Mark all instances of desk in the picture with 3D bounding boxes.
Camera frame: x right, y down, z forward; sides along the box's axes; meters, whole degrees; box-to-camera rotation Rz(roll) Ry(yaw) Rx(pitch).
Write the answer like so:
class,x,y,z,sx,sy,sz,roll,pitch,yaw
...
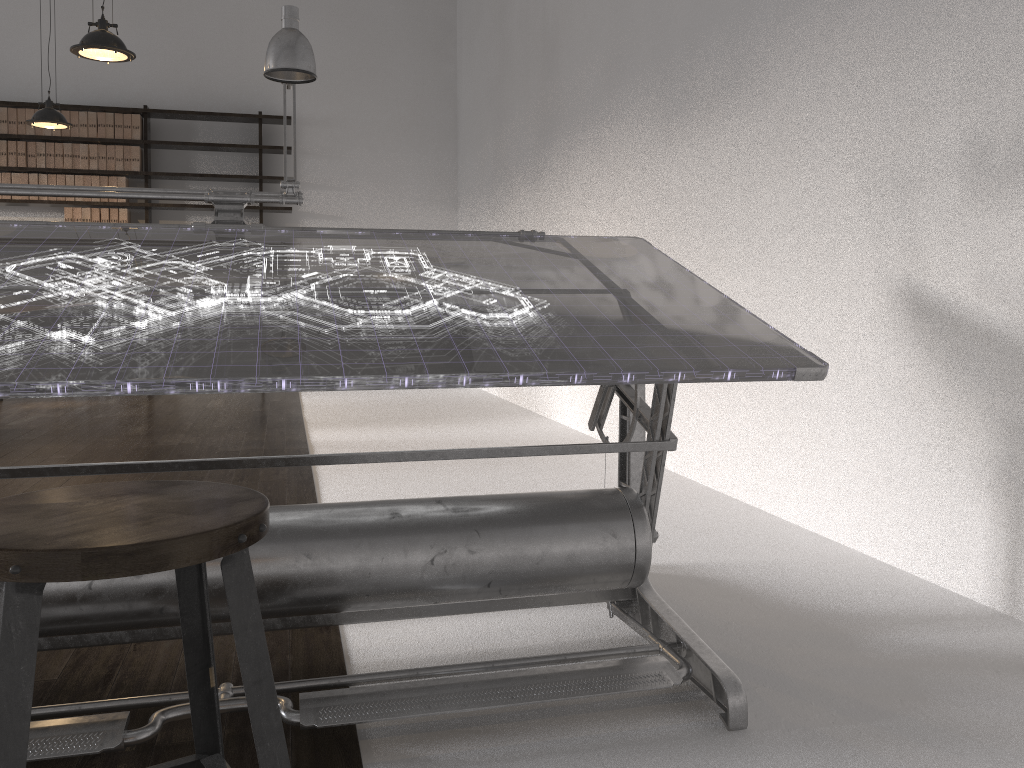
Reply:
class,x,y,z,sx,sy,sz,roll,pitch,yaw
desk,-0.573,-0.121,1.803,2.069,1.384,1.079,-1,3,-14

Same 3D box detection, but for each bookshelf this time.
class,x,y,z,sx,sy,sz,roll,pitch,yaw
bookshelf,-6.490,-0.794,7.122,9.177,3.201,0.374,-1,2,-14

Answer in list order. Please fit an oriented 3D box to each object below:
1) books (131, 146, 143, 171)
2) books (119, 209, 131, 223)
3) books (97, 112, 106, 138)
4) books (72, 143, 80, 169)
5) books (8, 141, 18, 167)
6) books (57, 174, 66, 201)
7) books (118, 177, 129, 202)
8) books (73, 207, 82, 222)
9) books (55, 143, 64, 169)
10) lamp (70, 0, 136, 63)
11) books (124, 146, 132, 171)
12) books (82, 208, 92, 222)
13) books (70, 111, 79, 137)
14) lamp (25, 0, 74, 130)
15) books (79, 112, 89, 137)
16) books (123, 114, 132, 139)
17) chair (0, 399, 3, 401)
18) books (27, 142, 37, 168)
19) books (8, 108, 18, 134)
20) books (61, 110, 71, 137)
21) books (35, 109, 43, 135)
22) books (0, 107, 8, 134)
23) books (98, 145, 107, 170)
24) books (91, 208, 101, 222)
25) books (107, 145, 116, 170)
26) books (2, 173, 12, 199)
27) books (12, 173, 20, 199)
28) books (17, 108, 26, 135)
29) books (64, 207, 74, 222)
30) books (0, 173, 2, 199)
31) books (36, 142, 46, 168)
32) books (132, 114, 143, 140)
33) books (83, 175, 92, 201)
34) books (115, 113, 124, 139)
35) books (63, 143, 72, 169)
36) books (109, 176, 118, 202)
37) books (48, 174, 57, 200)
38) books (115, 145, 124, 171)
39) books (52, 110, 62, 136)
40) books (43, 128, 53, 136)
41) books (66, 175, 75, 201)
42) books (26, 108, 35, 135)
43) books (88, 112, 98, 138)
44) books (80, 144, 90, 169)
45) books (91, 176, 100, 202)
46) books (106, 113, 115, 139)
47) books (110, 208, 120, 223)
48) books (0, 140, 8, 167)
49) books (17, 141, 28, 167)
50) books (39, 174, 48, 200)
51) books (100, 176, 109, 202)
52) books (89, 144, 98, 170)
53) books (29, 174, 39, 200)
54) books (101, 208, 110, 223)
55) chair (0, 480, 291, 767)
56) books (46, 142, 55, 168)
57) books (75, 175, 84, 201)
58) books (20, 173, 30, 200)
class,x,y,z,sx,sy,sz,roll,pitch,yaw
books,-3.306,-1.970,7.812,0.067,0.225,0.175,-1,3,-14
books,-3.409,-1.424,7.807,0.067,0.225,0.175,-1,3,-14
books,-3.566,-2.241,7.731,0.067,0.225,0.175,-1,3,-14
books,-3.766,-1.961,7.695,0.067,0.225,0.175,-1,3,-14
books,-4.247,-1.950,7.573,0.067,0.225,0.175,-1,3,-14
books,-3.886,-1.690,7.675,0.067,0.225,0.175,-1,3,-14
books,-3.419,-1.700,7.792,0.067,0.225,0.175,-1,3,-14
books,-3.765,-1.416,7.717,0.067,0.225,0.175,-1,3,-14
books,-3.896,-1.958,7.663,0.067,0.225,0.175,-1,3,-14
lamp,-2.108,-2.821,4.530,0.311,2.248,0.313,-1,3,-35
books,-3.367,-1.969,7.798,0.067,0.225,0.175,-1,3,-14
books,-3.695,-1.417,7.731,0.067,0.225,0.175,-1,3,-14
books,-3.776,-2.237,7.685,0.067,0.225,0.175,-1,3,-14
lamp,-3.330,-2.984,6.339,0.311,2.248,0.313,0,2,10
books,-3.707,-2.238,7.698,0.067,0.225,0.175,-1,3,-14
books,-3.367,-2.246,7.790,0.067,0.225,0.175,-1,3,-14
chair,-4.090,-0.125,6.678,0.372,0.527,0.359,3,4,44
books,-4.103,-1.953,7.610,0.067,0.225,0.175,-1,3,-14
books,-4.241,-2.227,7.564,0.067,0.225,0.175,-1,3,-14
books,-3.843,-2.235,7.665,0.067,0.225,0.175,-1,3,-14
books,-4.042,-2.231,7.614,0.067,0.225,0.175,-1,3,-14
books,-4.308,-2.225,7.542,0.067,0.225,0.175,-1,3,-14
books,-3.567,-1.965,7.747,0.067,0.225,0.175,-1,3,-14
books,-3.628,-1.419,7.753,0.067,0.225,0.175,-1,3,-14
books,-3.500,-1.967,7.766,0.067,0.225,0.175,-1,3,-14
books,-4.295,-1.681,7.569,0.067,0.225,0.175,-1,3,-14
books,-4.222,-1.683,7.587,0.067,0.225,0.175,-1,3,-14
books,-4.172,-2.228,7.581,0.067,0.225,0.175,-1,3,-14
books,-3.834,-1.415,7.699,0.067,0.225,0.175,-1,3,-14
books,-4.363,-1.680,7.554,0.067,0.225,0.175,-1,3,-14
books,-4.032,-1.955,7.624,0.067,0.225,0.175,-1,3,-14
books,-3.298,-2.247,7.804,0.067,0.225,0.175,-1,3,-14
books,-3.687,-1.694,7.726,0.067,0.225,0.175,-1,3,-14
books,-3.434,-2.244,7.771,0.067,0.225,0.175,-1,3,-14
books,-3.830,-1.959,7.674,0.067,0.225,0.175,-1,3,-14
books,-3.488,-1.699,7.778,0.067,0.225,0.175,-1,3,-14
books,-3.954,-1.689,7.659,0.067,0.225,0.175,-1,3,-14
books,-3.431,-1.967,7.777,0.067,0.225,0.175,-1,3,-14
books,-3.910,-2.234,7.644,0.067,0.225,0.175,-1,3,-14
books,-3.981,-2.232,7.628,0.067,0.225,0.175,-1,3,-14
books,-3.817,-1.691,7.689,0.067,0.225,0.175,-1,3,-14
books,-4.105,-2.229,7.593,0.067,0.225,0.175,-1,3,-14
books,-3.636,-2.239,7.713,0.067,0.225,0.175,-1,3,-14
books,-3.705,-1.962,7.709,0.067,0.225,0.175,-1,3,-14
books,-3.621,-1.695,7.738,0.067,0.225,0.175,-1,3,-14
books,-3.506,-2.243,7.751,0.067,0.225,0.175,-1,3,-14
books,-3.483,-1.422,7.790,0.067,0.225,0.175,-1,3,-14
books,-4.320,-1.949,7.552,0.067,0.225,0.175,-1,3,-14
books,-4.174,-1.951,7.586,0.067,0.225,0.175,-1,3,-14
books,-4.020,-1.687,7.638,0.067,0.225,0.175,-1,3,-14
books,-3.557,-1.697,7.760,0.067,0.225,0.175,-1,3,-14
books,-3.634,-1.963,7.725,0.067,0.225,0.175,-1,3,-14
books,-4.090,-1.685,7.617,0.067,0.225,0.175,-1,3,-14
books,-3.554,-1.420,7.766,0.067,0.225,0.175,-1,3,-14
chair,-0.416,0.393,0.933,0.358,0.527,0.372,-2,4,-36
books,-3.965,-1.956,7.645,0.067,0.225,0.175,-1,3,-14
books,-3.747,-1.693,7.708,0.067,0.225,0.175,-1,3,-14
books,-4.160,-1.683,7.599,0.067,0.225,0.175,-1,3,-14
